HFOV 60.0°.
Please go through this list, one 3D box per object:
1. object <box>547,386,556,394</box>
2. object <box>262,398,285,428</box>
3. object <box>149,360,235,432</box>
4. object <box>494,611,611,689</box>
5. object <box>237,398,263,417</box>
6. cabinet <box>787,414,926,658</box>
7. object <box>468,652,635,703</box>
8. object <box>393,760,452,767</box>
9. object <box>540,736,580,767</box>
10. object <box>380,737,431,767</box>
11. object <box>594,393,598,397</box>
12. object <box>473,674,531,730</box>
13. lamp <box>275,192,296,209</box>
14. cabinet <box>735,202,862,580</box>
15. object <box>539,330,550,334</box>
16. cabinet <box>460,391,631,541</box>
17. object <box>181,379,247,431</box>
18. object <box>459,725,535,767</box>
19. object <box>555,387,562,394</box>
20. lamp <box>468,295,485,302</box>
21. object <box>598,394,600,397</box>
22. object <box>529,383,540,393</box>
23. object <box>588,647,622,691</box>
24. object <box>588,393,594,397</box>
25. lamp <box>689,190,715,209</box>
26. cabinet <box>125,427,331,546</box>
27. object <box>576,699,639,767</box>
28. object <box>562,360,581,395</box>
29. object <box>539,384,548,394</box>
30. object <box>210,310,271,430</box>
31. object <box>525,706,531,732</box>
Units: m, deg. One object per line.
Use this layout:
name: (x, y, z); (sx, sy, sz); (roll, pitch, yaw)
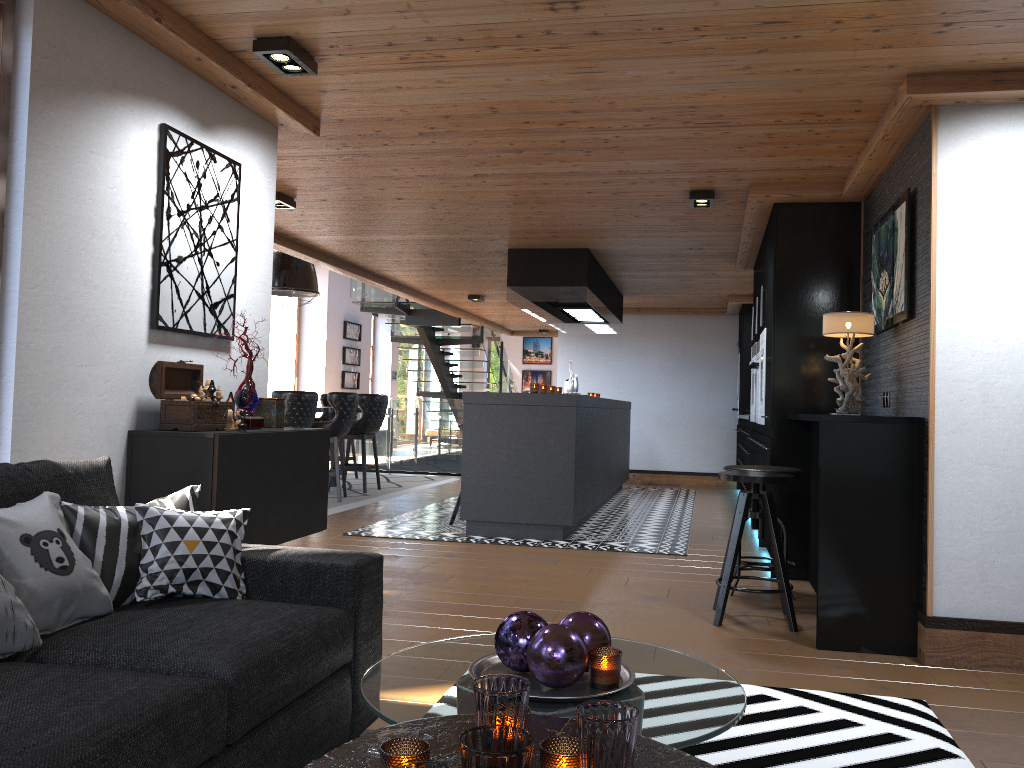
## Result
object: (0.333, 0.057, 7.586); (0.080, 0.081, 0.078); (3, -2, -33)
object: (-1.071, 0.129, 3.969); (0.108, 0.135, 0.097); (2, -2, 2)
object: (-1.211, 0.042, 3.385); (0.209, 0.270, 0.288); (1, -2, 12)
object: (0.104, 0.623, 2.090); (0.285, 0.143, 0.263); (2, -2, -5)
object: (-1.142, 0.124, 3.856); (0.107, 0.135, 0.098); (0, -3, 43)
cabinet: (1.703, 0.666, 4.568); (0.427, 1.010, 1.632); (1, -2, 12)
object: (0.094, 0.689, 2.101); (0.390, 0.022, 0.398); (1, -2, 31)
object: (-0.129, 0.596, 1.244); (0.093, 0.099, 0.091); (3, -3, -41)
object: (0.082, 0.613, 1.405); (0.078, 0.081, 0.080); (1, -2, 27)
object: (-0.168, 0.606, 1.382); (0.078, 0.081, 0.080); (1, -2, 27)
object: (0.989, 0.152, 10.556); (0.080, 0.081, 0.078); (2, -2, -23)
object: (-0.019, 0.569, 1.439); (0.095, 0.167, 0.094); (2, -2, -17)
lamp: (-1.597, -1.255, 6.034); (0.154, 0.068, 0.262); (1, -2, 12)
cabinet: (2.532, 0.099, 8.554); (0.541, 2.382, 6.457); (1, -2, 12)
object: (0.575, -0.939, 15.867); (0.154, 0.068, 0.262); (1, -2, 12)
cabinet: (0.557, 0.694, 9.048); (0.884, 1.104, 4.821); (1, -2, 12)
object: (-1.133, 0.081, 3.422); (0.201, 0.197, 0.358); (1, -2, 24)
object: (-0.025, 0.589, 1.320); (0.114, 0.122, 0.113); (2, -2, -12)
object: (0.412, 0.068, 7.945); (0.080, 0.081, 0.078); (3, -2, -33)
lamp: (-0.452, -1.088, 11.218); (0.154, 0.068, 0.262); (1, -2, 12)
object: (1.030, 0.158, 10.742); (0.080, 0.081, 0.078); (2, -2, -23)
object: (0.174, 0.033, 6.868); (0.080, 0.081, 0.078); (3, -2, -33)
object: (0.215, 0.659, 2.050); (0.078, 0.081, 0.080); (1, -2, 27)
object: (0.906, 0.140, 10.180); (0.080, 0.081, 0.078); (2, -2, -23)
lamp: (1.212, -1.183, 5.656); (0.154, 0.068, 0.262); (1, -2, 12)
cabinet: (-1.118, 0.421, 3.630); (0.356, 0.468, 0.959); (1, -2, 12)
object: (0.141, 0.570, 1.322); (0.095, 0.167, 0.094); (2, -2, -17)
object: (0.696, -0.047, 10.356); (0.225, 0.453, 0.226); (1, -2, 12)
object: (0.253, 0.045, 7.227); (0.080, 0.081, 0.078); (3, -2, -33)
object: (-1.118, -0.064, 3.692); (0.151, 0.505, 0.326); (1, -2, 12)
object: (-0.007, 0.615, 1.566); (0.078, 0.081, 0.080); (1, -2, 27)
